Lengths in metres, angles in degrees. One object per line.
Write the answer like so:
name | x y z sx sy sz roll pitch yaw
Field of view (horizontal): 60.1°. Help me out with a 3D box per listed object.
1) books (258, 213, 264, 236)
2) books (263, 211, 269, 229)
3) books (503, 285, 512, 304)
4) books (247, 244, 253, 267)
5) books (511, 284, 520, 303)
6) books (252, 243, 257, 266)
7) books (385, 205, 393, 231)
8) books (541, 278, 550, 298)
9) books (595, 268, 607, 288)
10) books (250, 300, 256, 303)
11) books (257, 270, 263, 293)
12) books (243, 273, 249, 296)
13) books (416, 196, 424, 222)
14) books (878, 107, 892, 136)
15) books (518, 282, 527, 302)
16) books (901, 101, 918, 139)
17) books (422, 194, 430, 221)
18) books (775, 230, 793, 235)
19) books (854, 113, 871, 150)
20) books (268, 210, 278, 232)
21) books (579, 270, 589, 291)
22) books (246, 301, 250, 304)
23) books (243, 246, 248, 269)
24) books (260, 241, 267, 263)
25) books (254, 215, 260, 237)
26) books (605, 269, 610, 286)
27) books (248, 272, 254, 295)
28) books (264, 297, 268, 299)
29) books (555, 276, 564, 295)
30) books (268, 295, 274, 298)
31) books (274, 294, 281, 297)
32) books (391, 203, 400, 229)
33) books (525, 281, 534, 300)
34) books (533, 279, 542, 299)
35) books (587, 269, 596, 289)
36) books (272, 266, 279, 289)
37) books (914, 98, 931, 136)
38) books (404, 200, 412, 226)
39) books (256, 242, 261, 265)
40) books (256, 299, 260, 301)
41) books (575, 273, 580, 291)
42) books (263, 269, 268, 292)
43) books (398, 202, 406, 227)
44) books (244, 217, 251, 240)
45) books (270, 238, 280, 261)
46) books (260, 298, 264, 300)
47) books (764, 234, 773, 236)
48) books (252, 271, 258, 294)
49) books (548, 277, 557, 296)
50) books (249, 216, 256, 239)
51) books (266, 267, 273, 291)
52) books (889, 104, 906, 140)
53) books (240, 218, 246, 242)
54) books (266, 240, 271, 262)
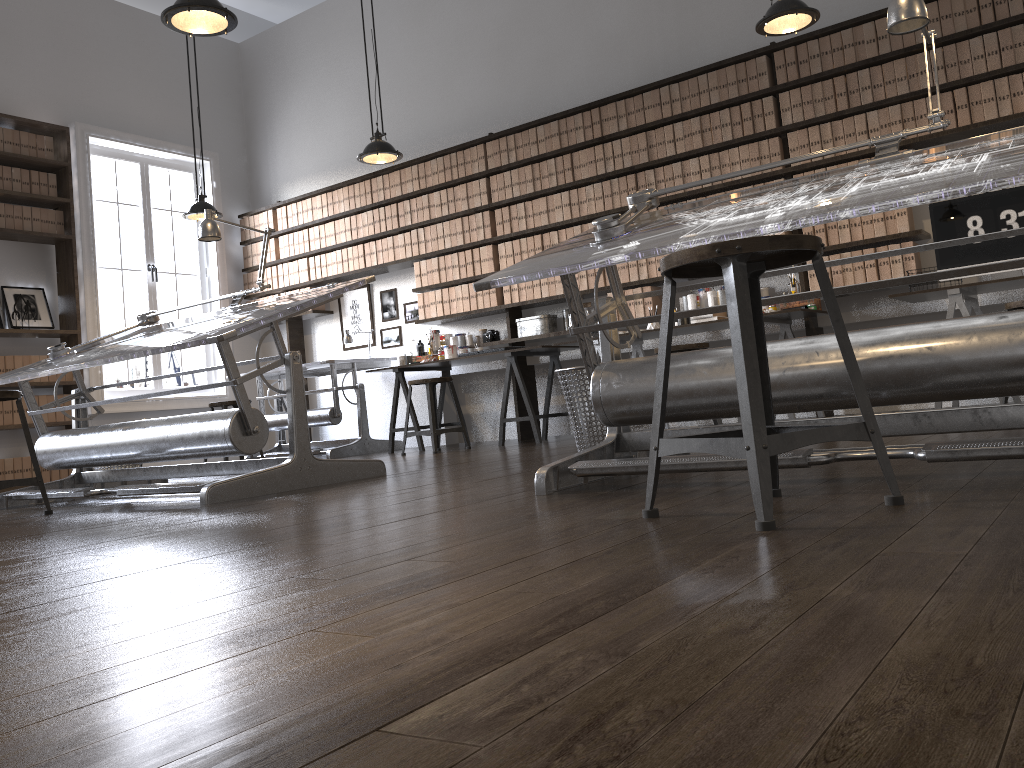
books | -2.404 -1.563 8.738 0.066 0.226 0.174 -9 -5 35
books | -2.349 -1.570 8.695 0.066 0.227 0.174 -9 -5 35
books | 0.008 -0.740 7.027 0.066 0.226 0.174 -9 -5 35
books | -2.546 -1.268 8.829 0.066 0.227 0.174 -9 -5 35
books | 0.069 -0.747 6.989 0.066 0.226 0.174 -9 -5 35
books | -2.486 -1.275 8.790 0.066 0.226 0.174 -9 -5 35
books | -1.019 -1.441 7.766 0.066 0.226 0.174 -9 -5 35
books | 0.298 -0.773 6.828 0.066 0.226 0.174 -9 -5 35
books | 0.691 -0.820 6.550 0.066 0.227 0.174 -9 -5 35
books | -2.500 -0.718 8.790 0.066 0.227 0.174 -9 -5 35
books | -2.422 -1.006 8.740 0.066 0.226 0.174 -9 -5 35
books | -2.593 -0.986 8.857 0.066 0.227 0.174 -9 -5 35
books | -0.726 -1.475 7.560 0.066 0.226 0.174 -9 -5 35
books | 2.308 -1.561 5.429 0.066 0.226 0.174 -9 -5 35
books | 0.128 -0.753 6.952 0.066 0.226 0.174 -9 -5 35
books | 2.418 -1.573 5.353 0.066 0.226 0.174 -9 -5 35
books | -0.674 -1.482 7.516 0.066 0.227 0.174 -9 -5 35
books | 1.783 -0.948 5.788 0.066 0.226 0.174 -9 -5 35
books | 2.196 -1.548 5.503 0.066 0.227 0.174 -9 -5 35
books | -2.289 -1.577 8.655 0.066 0.226 0.174 -9 -5 35
books | 0.573 -0.806 6.634 0.066 0.226 0.174 -9 -5 35
books | -2.558 -0.711 8.837 0.066 0.226 0.174 -9 -5 35
books | -2.601 -1.261 8.873 0.066 0.226 0.174 -9 -5 35
books | -2.382 -1.287 8.713 0.066 0.227 0.174 -9 -5 35
books | -2.460 -1.557 8.780 0.066 0.226 0.174 -9 -5 35
books | 0.754 -0.827 6.513 0.066 0.226 0.174 -9 -5 35
books | -2.535 -0.993 8.824 0.066 0.226 0.174 -9 -5 35
books | -2.336 -0.737 8.673 0.066 0.227 0.174 -9 -5 35
books | 0.402 -0.786 6.752 0.066 0.227 0.174 -9 -5 35
books | -2.277 -0.744 8.632 0.066 0.226 0.174 -9 -5 35
books | -2.217 -0.751 8.594 0.066 0.226 0.174 -9 -5 35
books | -0.962 -1.448 7.719 0.066 0.227 0.174 -9 -5 35
books | 0.183 -0.760 6.911 0.066 0.226 0.174 -9 -5 35
books | 0.238 -0.767 6.868 0.066 0.227 0.174 -9 -5 35
books | 0.633 -0.813 6.598 0.066 0.226 0.174 -9 -5 35
books | -2.240 -1.027 8.618 0.066 0.226 0.174 -9 -5 35
books | 2.476 -1.580 5.313 0.066 0.226 0.174 -9 -5 35
books | -0.843 -1.462 7.637 0.066 0.226 0.174 -9 -5 35
books | -2.434 -1.281 8.755 0.066 0.226 0.174 -9 -5 35
books | -2.437 -0.725 8.752 0.066 0.226 0.174 -9 -5 35
books | 0.517 -0.799 6.678 0.066 0.226 0.174 -9 -5 35
books | -2.361 -1.013 8.703 0.066 0.226 0.174 -9 -5 35
books | -0.898 -1.455 7.681 0.066 0.226 0.174 -9 -5 35
books | -2.579 -1.543 8.855 0.066 0.226 0.174 -9 -5 35
books | -2.266 -1.300 8.639 0.066 0.226 0.174 -9 -5 35
books | -2.385 -0.731 8.713 0.066 0.226 0.174 -9 -5 35
books | 1.718 -0.940 5.831 0.066 0.227 0.174 -9 -5 35
books | -2.477 -1.000 8.783 0.066 0.226 0.174 -9 -5 35
books | 0.350 -0.780 6.794 0.066 0.226 0.174 -9 -5 35
books | -2.518 -1.550 8.816 0.066 0.226 0.174 -9 -5 35
books | -2.304 -1.020 8.656 0.066 0.227 0.174 -9 -5 35
books | 2.360 -1.567 5.387 0.066 0.227 0.174 -9 -5 35
books | -2.638 -1.536 8.896 0.066 0.227 0.174 -9 -5 35
books | -2.324 -1.293 8.680 0.066 0.226 0.174 -9 -5 35
